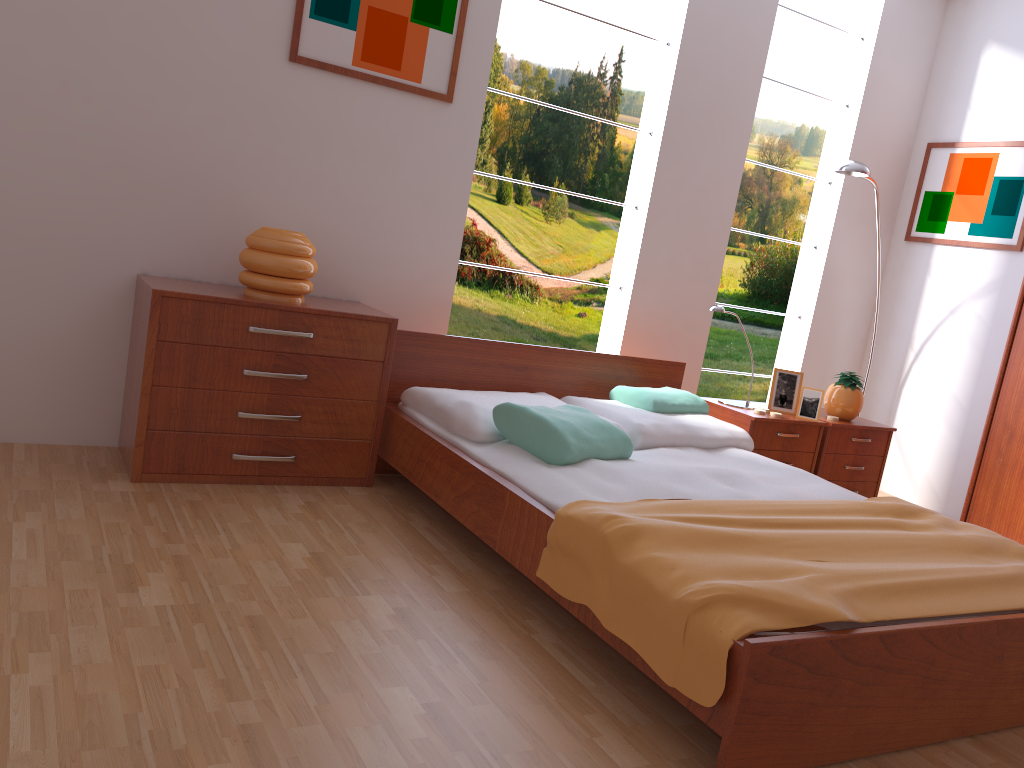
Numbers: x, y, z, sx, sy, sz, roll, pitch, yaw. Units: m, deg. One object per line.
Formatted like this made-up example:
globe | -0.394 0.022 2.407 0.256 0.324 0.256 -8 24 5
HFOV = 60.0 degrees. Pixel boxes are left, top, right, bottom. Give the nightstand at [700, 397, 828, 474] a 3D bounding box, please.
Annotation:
nightstand | 1.055 0.328 3.933 0.439 0.442 0.377 5 10 -30

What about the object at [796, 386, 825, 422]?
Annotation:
object | 1.292 0.087 3.843 0.094 0.137 0.027 12 9 14

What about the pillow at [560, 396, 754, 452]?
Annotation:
pillow | 0.576 0.172 3.588 0.630 0.182 0.574 5 10 -32

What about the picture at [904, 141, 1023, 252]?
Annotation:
picture | 2.307 -0.947 4.438 0.030 0.517 0.645 5 10 -30

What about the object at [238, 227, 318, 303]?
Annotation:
object | -0.807 -0.413 3.068 0.264 0.244 0.264 8 9 -13

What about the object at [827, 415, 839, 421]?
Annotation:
object | 1.442 0.156 3.983 0.049 0.018 0.049 2 12 -43

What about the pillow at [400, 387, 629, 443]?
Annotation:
pillow | -0.002 0.125 3.230 0.682 0.157 0.574 4 11 -36

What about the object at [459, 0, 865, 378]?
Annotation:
object | 0.773 -0.973 4.168 2.205 1.815 0.033 5 10 -30

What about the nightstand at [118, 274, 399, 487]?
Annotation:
nightstand | -0.895 0.002 3.128 0.815 0.626 0.428 5 10 -30

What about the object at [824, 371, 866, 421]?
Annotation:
object | 1.524 0.053 4.061 0.170 0.223 0.169 17 11 38

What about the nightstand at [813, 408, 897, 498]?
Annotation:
nightstand | 1.456 0.363 4.165 0.439 0.442 0.377 5 10 -30

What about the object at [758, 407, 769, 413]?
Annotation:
object | 1.089 0.115 3.844 0.049 0.018 0.049 2 12 -43

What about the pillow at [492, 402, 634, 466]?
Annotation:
pillow | 0.171 0.161 2.928 0.334 0.164 0.425 16 11 35

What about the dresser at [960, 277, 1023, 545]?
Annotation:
dresser | 2.781 -0.024 3.001 0.487 2.004 2.017 5 10 -30

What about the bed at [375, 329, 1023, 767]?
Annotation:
bed | 0.648 0.340 2.887 1.632 0.560 1.990 5 10 -30

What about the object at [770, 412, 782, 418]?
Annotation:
object | 1.122 0.132 3.769 0.049 0.018 0.049 2 12 -43

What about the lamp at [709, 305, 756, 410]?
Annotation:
lamp | 0.961 -0.114 3.818 0.337 0.421 0.163 2 12 -42

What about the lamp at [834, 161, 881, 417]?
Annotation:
lamp | 1.704 -0.230 4.405 0.387 1.603 0.799 16 10 32

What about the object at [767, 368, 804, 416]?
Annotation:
object | 1.204 0.035 3.904 0.131 0.191 0.037 10 9 0

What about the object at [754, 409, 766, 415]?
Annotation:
object | 1.056 0.119 3.776 0.049 0.018 0.049 2 12 -43

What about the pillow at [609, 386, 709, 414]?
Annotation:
pillow | 0.606 0.074 3.666 0.322 0.116 0.276 4 10 -33

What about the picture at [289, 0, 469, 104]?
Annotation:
picture | -0.472 -1.373 3.271 0.645 0.517 0.030 5 10 -30
